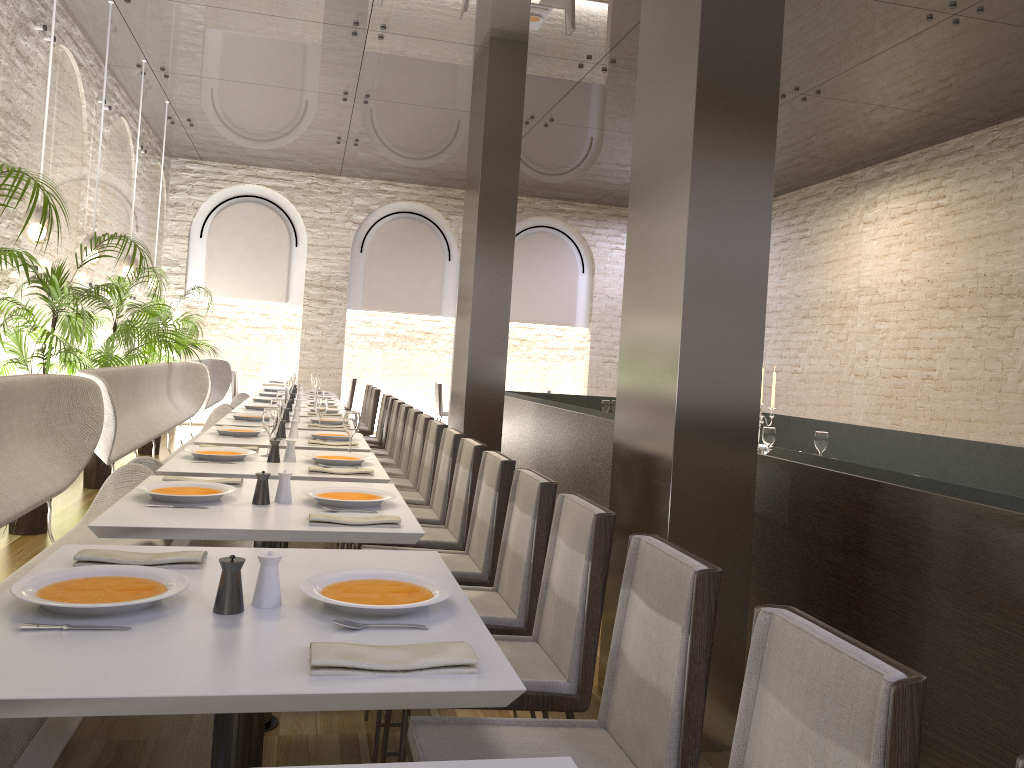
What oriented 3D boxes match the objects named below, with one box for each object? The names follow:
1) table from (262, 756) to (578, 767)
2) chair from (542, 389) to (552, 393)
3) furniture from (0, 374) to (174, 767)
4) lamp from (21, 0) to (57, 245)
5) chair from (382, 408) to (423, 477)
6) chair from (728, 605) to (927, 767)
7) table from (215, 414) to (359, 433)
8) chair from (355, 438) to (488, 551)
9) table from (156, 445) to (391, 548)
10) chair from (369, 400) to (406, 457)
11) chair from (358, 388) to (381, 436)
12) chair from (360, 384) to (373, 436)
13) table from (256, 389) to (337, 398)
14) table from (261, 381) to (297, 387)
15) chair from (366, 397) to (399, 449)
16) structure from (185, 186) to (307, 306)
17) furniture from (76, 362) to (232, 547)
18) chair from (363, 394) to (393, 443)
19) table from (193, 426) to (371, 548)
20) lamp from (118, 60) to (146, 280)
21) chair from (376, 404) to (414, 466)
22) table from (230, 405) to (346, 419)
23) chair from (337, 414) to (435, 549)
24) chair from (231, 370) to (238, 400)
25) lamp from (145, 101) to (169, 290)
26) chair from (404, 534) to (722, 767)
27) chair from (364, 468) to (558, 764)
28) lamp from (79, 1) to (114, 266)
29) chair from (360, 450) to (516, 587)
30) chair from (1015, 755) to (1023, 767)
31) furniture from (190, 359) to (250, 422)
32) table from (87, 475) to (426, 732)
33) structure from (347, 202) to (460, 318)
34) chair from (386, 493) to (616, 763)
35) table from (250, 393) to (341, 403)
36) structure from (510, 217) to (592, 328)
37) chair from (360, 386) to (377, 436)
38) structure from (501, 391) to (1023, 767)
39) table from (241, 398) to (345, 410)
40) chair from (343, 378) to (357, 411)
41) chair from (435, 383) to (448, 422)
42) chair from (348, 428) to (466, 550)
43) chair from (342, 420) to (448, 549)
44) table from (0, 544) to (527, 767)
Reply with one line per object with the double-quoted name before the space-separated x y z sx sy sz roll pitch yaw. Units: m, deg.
"table" -0.288 0.869 0.583 0.935 0.760 1.011 4 0 -13
"chair" 0.308 0.532 14.431 0.565 0.906 0.412 4 -1 -13
"furniture" -1.402 0.592 2.112 0.708 1.098 4.477 4 1 -13
"lamp" -2.837 -1.871 5.432 0.178 2.042 0.177 4 -1 8
"chair" -0.959 0.625 6.348 0.565 0.906 0.412 4 -1 -13
"chair" 0.216 0.815 1.260 0.565 0.906 0.412 4 -1 -13
"table" -1.630 0.652 6.391 0.935 0.760 1.011 4 0 -13
"chair" -0.445 0.708 4.122 0.565 0.906 0.412 4 -1 -13
"table" -1.106 0.736 4.125 0.935 0.760 1.011 4 0 -13
"chair" -1.221 0.583 7.478 0.565 0.906 0.412 4 -1 -13
"chair" -1.796 0.490 9.969 0.565 0.906 0.412 4 -1 -13
"chair" -2.052 0.448 11.078 0.565 0.906 0.412 4 -1 -13
"table" -2.650 0.487 10.808 0.935 0.760 1.011 4 0 -13
"table" -3.362 0.378 13.590 0.935 0.760 1.011 4 0 -13
"chair" -1.353 0.561 8.053 0.565 0.906 0.412 4 -1 -13
"structure" -3.790 -2.025 12.776 1.632 1.676 0.098 4 -1 -13
"furniture" -2.447 0.423 6.633 0.708 1.098 4.477 4 1 -13
"chair" -1.479 0.541 8.596 0.565 0.906 0.412 4 -1 -13
"table" -1.368 0.694 5.259 0.935 0.760 1.011 4 0 -13
"lamp" -3.472 -1.974 8.179 0.177 2.042 0.178 5 -1 -34
"chair" -1.093 0.603 6.924 0.565 0.906 0.412 4 -1 -13
"table" -1.893 0.609 7.532 0.935 0.760 1.011 4 0 -13
"chair" -0.832 0.645 5.798 0.565 0.906 0.412 4 -1 -13
"chair" -3.996 0.267 13.438 0.565 0.906 0.412 4 -1 -13
"lamp" -3.784 -2.024 9.531 0.177 2.042 0.178 5 -1 -34
"chair" 0.082 0.793 1.839 0.565 0.906 0.412 4 -1 -13
"chair" -0.184 0.750 2.991 0.565 0.906 0.412 4 -1 -13
"lamp" -3.153 -1.922 6.799 0.177 2.042 0.178 4 -1 -28
"chair" -0.318 0.729 3.570 0.565 0.906 0.412 4 -1 -13
"chair" 0.343 0.835 0.709 0.565 0.906 0.412 4 -1 -13
"furniture" -3.274 0.289 10.215 0.707 1.098 2.585 4 1 -13
"table" -0.851 0.778 3.021 0.935 0.760 1.011 4 0 -13
"structure" -1.593 -1.889 13.283 1.632 1.676 0.098 4 -1 -13
"chair" -0.057 0.771 2.440 0.565 0.906 0.412 4 -1 -13
"table" -2.393 0.528 9.697 0.935 0.760 1.011 4 0 -13
"structure" 0.468 -1.762 13.758 1.632 1.676 0.098 4 -1 -13
"chair" -1.922 0.469 10.516 0.565 0.906 0.412 4 -1 -13
"structure" 1.993 0.815 4.443 2.370 1.001 10.752 4 1 -13
"table" -2.145 0.568 8.622 0.935 0.760 1.011 4 0 -13
"chair" -2.721 0.345 13.733 0.565 0.906 0.412 4 -1 -13
"chair" -0.967 0.453 14.137 0.565 0.906 0.412 4 -1 -13
"chair" -0.572 0.687 4.673 0.565 0.906 0.412 4 -1 -13
"chair" -0.706 0.666 5.252 0.565 0.906 0.412 4 -1 -13
"table" -0.569 0.823 1.802 0.935 0.760 1.011 4 0 -13
